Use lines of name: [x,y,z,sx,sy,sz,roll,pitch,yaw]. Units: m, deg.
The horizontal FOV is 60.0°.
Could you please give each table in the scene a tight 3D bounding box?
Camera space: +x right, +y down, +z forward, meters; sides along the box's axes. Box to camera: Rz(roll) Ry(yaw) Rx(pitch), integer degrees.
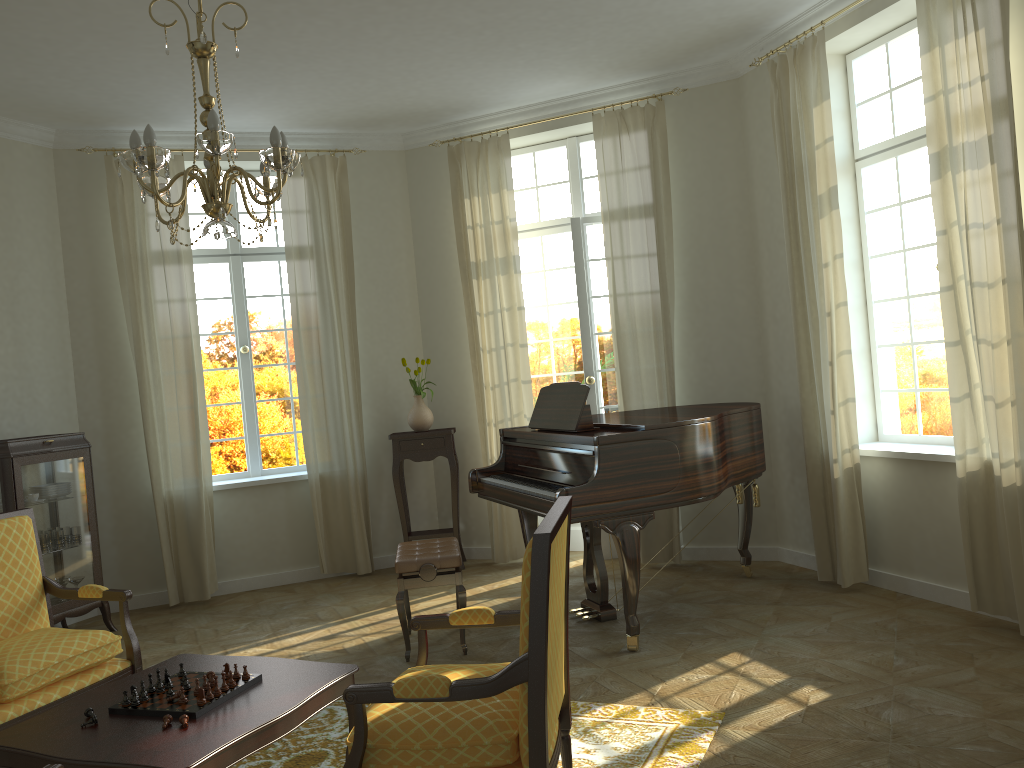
table: [-0.677,0.939,7.215,0.522,1.114,0.344,-5,1,-1]
table: [-1.118,1.339,3.065,0.922,0.494,0.932,-5,1,26]

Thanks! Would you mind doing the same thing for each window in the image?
window: [-2.230,-0.492,7.319,1.400,2.550,0.181,-5,1,-21]
window: [0.525,-1.668,7.246,1.380,0.680,0.055,-5,1,24]
window: [2.523,-0.897,5.149,0.181,2.550,1.400,-5,1,-21]

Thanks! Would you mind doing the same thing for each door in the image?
door: [0.603,0.038,7.096,1.385,2.690,0.425,-5,1,25]

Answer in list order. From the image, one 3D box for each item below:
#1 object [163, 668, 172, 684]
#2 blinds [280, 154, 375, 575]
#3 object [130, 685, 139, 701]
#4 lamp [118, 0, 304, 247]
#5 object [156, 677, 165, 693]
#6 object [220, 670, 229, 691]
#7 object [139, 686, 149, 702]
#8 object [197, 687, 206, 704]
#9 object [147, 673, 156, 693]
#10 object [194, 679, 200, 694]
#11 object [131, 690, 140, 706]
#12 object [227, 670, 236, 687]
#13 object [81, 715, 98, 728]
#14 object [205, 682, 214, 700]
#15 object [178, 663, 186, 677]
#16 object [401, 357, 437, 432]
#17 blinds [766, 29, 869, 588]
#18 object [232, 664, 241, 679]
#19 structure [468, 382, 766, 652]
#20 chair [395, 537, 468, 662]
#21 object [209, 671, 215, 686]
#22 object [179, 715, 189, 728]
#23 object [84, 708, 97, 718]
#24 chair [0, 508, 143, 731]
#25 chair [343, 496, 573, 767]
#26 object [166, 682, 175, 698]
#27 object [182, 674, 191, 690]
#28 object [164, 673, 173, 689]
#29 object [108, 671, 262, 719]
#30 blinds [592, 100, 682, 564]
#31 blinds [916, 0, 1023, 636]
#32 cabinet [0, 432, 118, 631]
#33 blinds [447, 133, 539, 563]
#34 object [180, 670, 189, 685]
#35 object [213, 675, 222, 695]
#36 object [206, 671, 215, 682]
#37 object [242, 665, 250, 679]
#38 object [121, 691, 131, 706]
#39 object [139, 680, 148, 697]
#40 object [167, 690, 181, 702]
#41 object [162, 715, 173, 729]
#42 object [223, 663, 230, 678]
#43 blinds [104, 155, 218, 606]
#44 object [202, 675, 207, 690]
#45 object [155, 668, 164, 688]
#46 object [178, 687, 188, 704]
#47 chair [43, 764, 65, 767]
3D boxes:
object: [-1.248,1.054,3.204,0.030,0.055,0.030,-5,1,-18]
blinds: [-1.459,-0.144,7.131,0.552,3.381,0.159,-5,1,-18]
object: [-1.301,1.061,3.053,0.030,0.052,0.030,-5,1,-18]
lamp: [-1.192,-1.289,3.413,0.661,1.466,0.662,-5,1,-6]
object: [-1.237,1.056,3.115,0.030,0.050,0.030,-5,1,-18]
object: [-0.999,1.025,3.073,0.030,0.069,0.030,-5,1,-18]
object: [-1.263,1.059,3.040,0.030,0.050,0.030,-5,1,-18]
object: [-1.038,1.039,2.960,0.030,0.052,0.030,-5,1,-18]
object: [-1.275,1.052,3.129,0.030,0.064,0.030,-5,1,-18]
object: [-1.087,1.043,3.065,0.030,0.050,0.030,-5,1,-18]
object: [-1.276,1.061,3.002,0.030,0.050,0.030,-5,1,-18]
object: [-0.985,1.031,3.111,0.030,0.055,0.030,-5,1,-18]
object: [-1.382,1.102,2.898,0.052,0.030,0.030,-6,1,-38]
object: [-1.025,1.036,2.998,0.030,0.055,0.030,-5,1,-18]
object: [-1.221,1.056,3.280,0.030,0.044,0.030,-5,1,-18]
object: [-0.757,0.082,7.204,0.264,0.609,0.242,-6,1,-41]
blinds: [1.891,-0.431,5.553,0.162,3.384,0.554,-5,1,-15]
object: [-0.996,1.034,3.200,0.030,0.050,0.030,-5,1,-18]
structure: [0.846,0.661,5.515,1.856,1.439,1.514,-5,1,-21]
chair: [-0.464,1.224,5.129,0.385,0.563,0.638,-5,1,-6]
object: [-1.059,1.040,3.135,0.030,0.050,0.030,-5,1,-18]
object: [-1.041,1.072,2.820,0.030,0.030,0.047,-5,1,-28]
object: [-1.408,1.103,2.972,0.052,0.030,0.030,-5,1,35]
chair: [-2.228,1.134,3.488,0.680,1.083,1.389,-5,1,24]
chair: [-0.128,0.953,2.729,0.671,1.083,0.730,-5,1,9]
object: [-1.176,1.051,3.051,0.030,0.050,0.030,-5,1,-18]
object: [-1.149,1.048,3.125,0.030,0.050,0.030,-5,1,-18]
object: [-1.223,1.053,3.153,0.030,0.052,0.030,-5,1,42]
object: [-1.133,1.081,3.101,0.360,0.021,0.360,-5,1,19]
blinds: [0.995,-0.360,6.540,0.554,3.386,0.162,-5,1,19]
blinds: [2.373,-0.460,4.406,0.159,3.381,0.552,-5,1,-18]
cabinet: [-3.155,1.047,5.880,0.542,1.386,0.733,-5,1,24]
blinds: [-0.112,-0.262,7.100,0.552,3.386,0.159,-5,1,21]
object: [-1.175,1.050,3.176,0.030,0.050,0.030,-5,1,-18]
object: [-1.012,1.030,3.035,0.030,0.064,0.030,-5,1,-18]
object: [-1.083,1.051,3.183,0.030,0.030,0.052,-5,1,-14]
object: [-0.958,1.033,3.186,0.030,0.044,0.030,-5,1,-18]
object: [-1.314,1.067,3.016,0.030,0.044,0.030,-5,1,-18]
object: [-1.288,1.059,3.091,0.030,0.055,0.030,-5,1,-18]
object: [-1.146,1.059,3.013,0.052,0.030,0.030,-5,1,-19]
object: [-1.103,1.077,2.831,0.030,0.030,0.052,-5,1,-9]
object: [-1.034,1.036,3.213,0.030,0.052,0.030,-5,1,-18]
blinds: [-2.601,-0.038,6.648,0.554,3.385,0.162,-5,1,-15]
object: [-1.073,1.042,3.100,0.030,0.050,0.030,-5,1,-18]
object: [-1.262,1.048,3.166,0.030,0.069,0.030,-5,1,-18]
object: [-1.109,1.046,2.985,0.030,0.050,0.030,-5,1,-18]
chair: [-1.423,1.079,1.862,0.730,1.083,0.671,-5,1,6]
